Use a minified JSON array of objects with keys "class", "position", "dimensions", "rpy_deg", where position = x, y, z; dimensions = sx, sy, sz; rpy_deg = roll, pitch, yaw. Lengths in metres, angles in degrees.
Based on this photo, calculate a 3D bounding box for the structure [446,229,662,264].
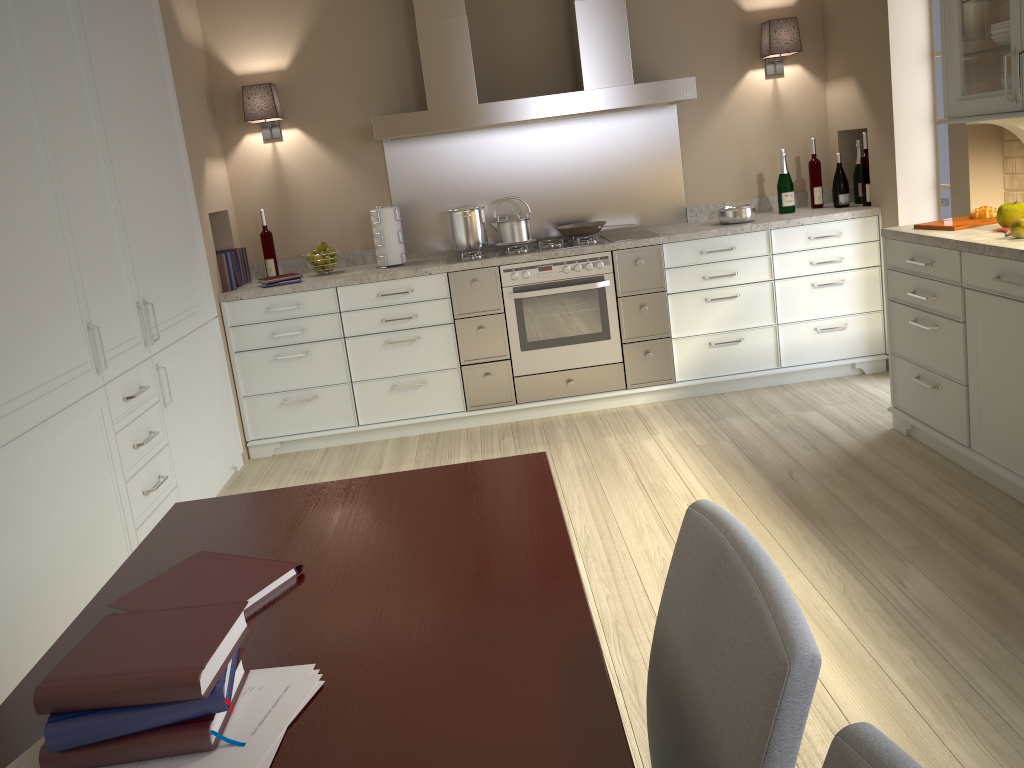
[{"class":"structure","position":[0.193,-0.706,4.436],"dimensions":[1.048,0.031,0.404],"rpy_deg":[-8,14,-2]}]

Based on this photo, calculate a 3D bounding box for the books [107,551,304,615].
[{"class":"books","position":[-0.461,0.309,1.339],"dimensions":[0.215,0.017,0.196],"rpy_deg":[0,16,28]}]

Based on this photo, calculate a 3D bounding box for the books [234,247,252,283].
[{"class":"books","position":[-1.445,-0.607,4.574],"dimensions":[0.164,0.180,0.033],"rpy_deg":[-8,10,-2]}]

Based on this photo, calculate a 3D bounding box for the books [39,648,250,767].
[{"class":"books","position":[-0.413,0.372,1.016],"dimensions":[0.183,0.032,0.167],"rpy_deg":[-8,14,-1]}]

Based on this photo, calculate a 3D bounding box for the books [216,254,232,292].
[{"class":"books","position":[-1.448,-0.528,4.264],"dimensions":[0.164,0.180,0.033],"rpy_deg":[-8,10,-2]}]

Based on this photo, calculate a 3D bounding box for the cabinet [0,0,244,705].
[{"class":"cabinet","position":[-1.607,-0.445,2.958],"dimensions":[0.612,2.308,2.376],"rpy_deg":[-8,12,-1]}]

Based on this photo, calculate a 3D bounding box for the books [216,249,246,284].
[{"class":"books","position":[-1.454,-0.590,4.511],"dimensions":[0.164,0.180,0.033],"rpy_deg":[-8,10,-2]}]

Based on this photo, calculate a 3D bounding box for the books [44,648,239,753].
[{"class":"books","position":[-0.413,0.340,1.011],"dimensions":[0.183,0.032,0.166],"rpy_deg":[-10,14,-11]}]

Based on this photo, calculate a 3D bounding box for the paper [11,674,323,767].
[{"class":"paper","position":[-0.391,0.389,1.002],"dimensions":[0.290,0.001,0.213],"rpy_deg":[-4,14,13]}]

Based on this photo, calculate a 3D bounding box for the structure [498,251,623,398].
[{"class":"structure","position":[0.235,-0.354,4.536],"dimensions":[0.541,0.687,0.587],"rpy_deg":[-8,12,-1]}]

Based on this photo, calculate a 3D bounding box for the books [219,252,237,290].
[{"class":"books","position":[-1.434,-0.539,4.296],"dimensions":[0.164,0.180,0.033],"rpy_deg":[-8,10,-2]}]

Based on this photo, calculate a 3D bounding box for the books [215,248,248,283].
[{"class":"books","position":[-1.454,-0.599,4.543],"dimensions":[0.164,0.180,0.033],"rpy_deg":[-8,10,-2]}]

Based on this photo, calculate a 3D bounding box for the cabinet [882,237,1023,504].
[{"class":"cabinet","position":[1.861,0.021,2.472],"dimensions":[0.638,0.782,2.252],"rpy_deg":[-8,14,-1]}]

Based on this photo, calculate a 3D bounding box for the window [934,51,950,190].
[{"class":"window","position":[1.940,-1.130,3.806],"dimensions":[0.010,1.183,0.415],"rpy_deg":[-8,11,-1]}]

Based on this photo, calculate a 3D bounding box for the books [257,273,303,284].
[{"class":"books","position":[-1.133,-0.516,4.320],"dimensions":[0.184,0.017,0.165],"rpy_deg":[-16,16,-30]}]

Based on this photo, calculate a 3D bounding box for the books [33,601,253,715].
[{"class":"books","position":[-0.411,0.309,1.006],"dimensions":[0.182,0.032,0.167],"rpy_deg":[-6,14,3]}]

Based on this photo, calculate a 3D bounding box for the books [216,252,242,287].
[{"class":"books","position":[-1.446,-0.560,4.390],"dimensions":[0.165,0.180,0.092],"rpy_deg":[-7,11,1]}]

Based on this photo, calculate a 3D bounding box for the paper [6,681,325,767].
[{"class":"paper","position":[-0.391,0.390,1.002],"dimensions":[0.290,0.001,0.213],"rpy_deg":[-3,15,18]}]

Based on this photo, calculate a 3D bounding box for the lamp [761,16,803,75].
[{"class":"lamp","position":[1.377,-1.739,4.558],"dimensions":[0.169,0.255,0.195],"rpy_deg":[-8,12,-1]}]

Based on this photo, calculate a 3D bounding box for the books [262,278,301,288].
[{"class":"books","position":[-1.120,-0.497,4.310],"dimensions":[0.183,0.017,0.166],"rpy_deg":[-10,14,-11]}]

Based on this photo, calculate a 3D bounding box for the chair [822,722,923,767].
[{"class":"chair","position":[0.093,0.713,0.557],"dimensions":[0.506,0.817,0.405],"rpy_deg":[-8,11,-1]}]

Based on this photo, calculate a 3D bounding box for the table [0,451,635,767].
[{"class":"table","position":[-0.215,0.726,0.972],"dimensions":[0.751,0.671,1.784],"rpy_deg":[-8,14,-1]}]

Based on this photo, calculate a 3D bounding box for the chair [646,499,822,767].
[{"class":"chair","position":[0.070,0.602,1.006],"dimensions":[0.506,0.817,0.405],"rpy_deg":[-8,11,-1]}]

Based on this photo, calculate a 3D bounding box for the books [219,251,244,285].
[{"class":"books","position":[-1.447,-0.569,4.421],"dimensions":[0.164,0.180,0.093],"rpy_deg":[-8,11,-1]}]

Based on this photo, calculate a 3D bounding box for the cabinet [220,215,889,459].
[{"class":"cabinet","position":[0.236,-0.302,4.580],"dimensions":[3.206,0.784,0.651],"rpy_deg":[-8,12,-2]}]

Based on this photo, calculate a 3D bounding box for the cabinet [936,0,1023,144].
[{"class":"cabinet","position":[1.723,-1.076,2.304],"dimensions":[0.411,1.097,1.956],"rpy_deg":[-8,13,-1]}]

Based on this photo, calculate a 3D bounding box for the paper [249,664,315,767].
[{"class":"paper","position":[-0.391,0.390,1.002],"dimensions":[0.290,0.001,0.213],"rpy_deg":[-6,14,3]}]

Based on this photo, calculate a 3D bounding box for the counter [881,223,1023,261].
[{"class":"counter","position":[1.768,-0.365,2.411],"dimensions":[0.522,0.034,2.230],"rpy_deg":[-8,14,-1]}]

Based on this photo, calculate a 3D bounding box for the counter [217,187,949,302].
[{"class":"counter","position":[0.188,-0.726,4.492],"dimensions":[3.845,0.112,0.587],"rpy_deg":[-8,14,-2]}]

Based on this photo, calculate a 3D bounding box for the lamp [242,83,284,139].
[{"class":"lamp","position":[-1.256,-1.380,4.483],"dimensions":[0.169,0.255,0.195],"rpy_deg":[-8,12,-1]}]

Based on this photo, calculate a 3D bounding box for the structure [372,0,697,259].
[{"class":"structure","position":[0.084,-1.502,4.402],"dimensions":[1.559,1.657,0.453],"rpy_deg":[-8,10,-2]}]

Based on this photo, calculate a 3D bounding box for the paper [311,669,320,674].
[{"class":"paper","position":[-0.391,0.391,1.002],"dimensions":[0.290,0.001,0.213],"rpy_deg":[-5,14,8]}]
